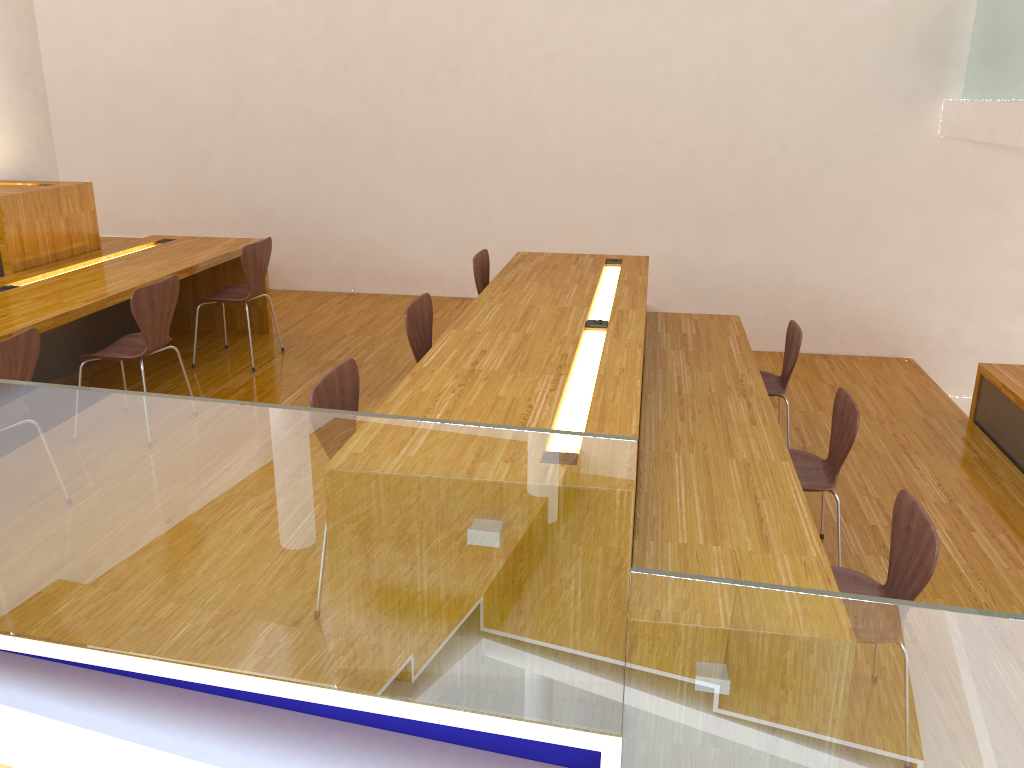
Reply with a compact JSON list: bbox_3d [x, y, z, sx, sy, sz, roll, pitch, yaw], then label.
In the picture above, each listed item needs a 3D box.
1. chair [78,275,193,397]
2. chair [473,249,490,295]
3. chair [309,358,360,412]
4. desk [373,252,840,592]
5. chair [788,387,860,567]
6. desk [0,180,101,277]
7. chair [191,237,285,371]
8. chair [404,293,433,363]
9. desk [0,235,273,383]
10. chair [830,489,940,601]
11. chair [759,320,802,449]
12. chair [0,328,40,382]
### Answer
[{"bbox_3d":[-1.715,-0.128,3.985,0.381,0.693,0.428,3,18,8],"label":"chair"},{"bbox_3d":[0.001,-0.333,4.650,0.381,0.693,0.428,3,18,8],"label":"chair"},{"bbox_3d":[-0.362,0.305,2.692,0.381,0.693,0.428,3,18,8],"label":"chair"},{"bbox_3d":[0.413,0.194,3.705,1.285,0.918,3.236,3,18,8],"label":"desk"},{"bbox_3d":[1.114,0.381,3.507,0.381,0.693,0.428,3,18,8],"label":"chair"},{"bbox_3d":[-4.032,-0.837,5.039,3.185,0.606,0.760,3,18,8],"label":"desk"},{"bbox_3d":[-1.579,-0.472,5.041,0.381,0.693,0.428,3,18,8],"label":"chair"},{"bbox_3d":[-0.211,0.008,3.605,0.381,0.693,0.428,3,18,8],"label":"chair"},{"bbox_3d":[-2.173,-0.158,4.222,0.760,0.606,3.185,3,18,8],"label":"desk"},{"bbox_3d":[0.963,0.678,2.594,0.381,0.693,0.428,3,18,8],"label":"chair"},{"bbox_3d":[1.250,0.036,4.563,0.381,0.693,0.428,3,18,8],"label":"chair"},{"bbox_3d":[-1.866,0.170,3.073,0.381,0.693,0.428,3,18,8],"label":"chair"}]
